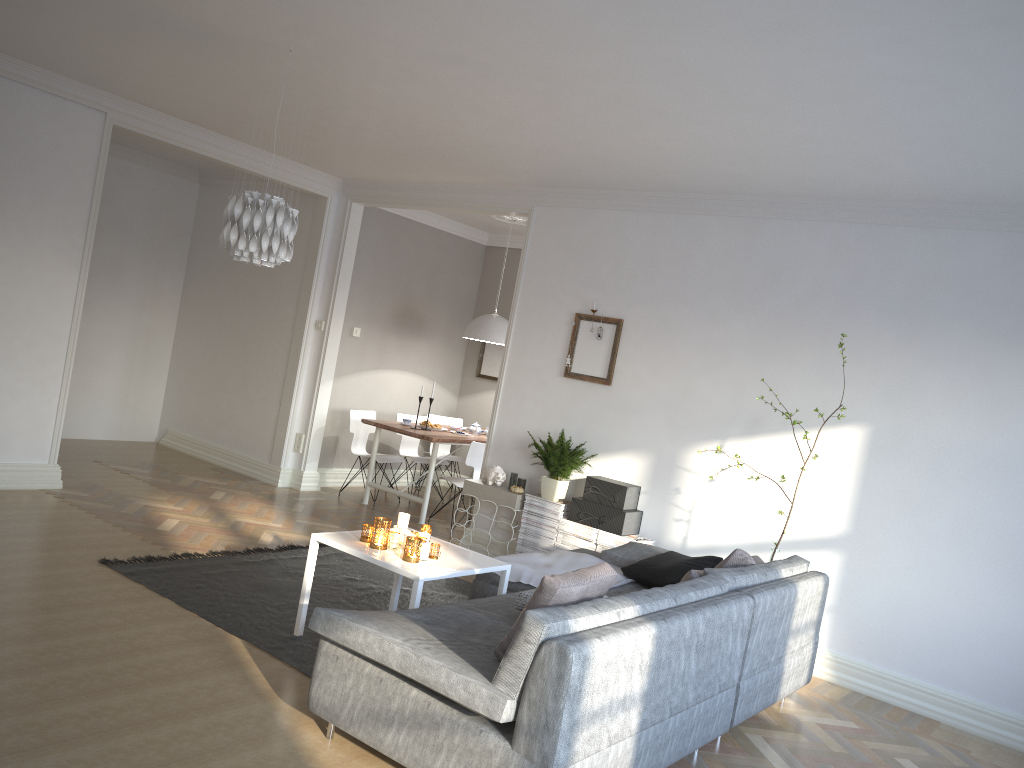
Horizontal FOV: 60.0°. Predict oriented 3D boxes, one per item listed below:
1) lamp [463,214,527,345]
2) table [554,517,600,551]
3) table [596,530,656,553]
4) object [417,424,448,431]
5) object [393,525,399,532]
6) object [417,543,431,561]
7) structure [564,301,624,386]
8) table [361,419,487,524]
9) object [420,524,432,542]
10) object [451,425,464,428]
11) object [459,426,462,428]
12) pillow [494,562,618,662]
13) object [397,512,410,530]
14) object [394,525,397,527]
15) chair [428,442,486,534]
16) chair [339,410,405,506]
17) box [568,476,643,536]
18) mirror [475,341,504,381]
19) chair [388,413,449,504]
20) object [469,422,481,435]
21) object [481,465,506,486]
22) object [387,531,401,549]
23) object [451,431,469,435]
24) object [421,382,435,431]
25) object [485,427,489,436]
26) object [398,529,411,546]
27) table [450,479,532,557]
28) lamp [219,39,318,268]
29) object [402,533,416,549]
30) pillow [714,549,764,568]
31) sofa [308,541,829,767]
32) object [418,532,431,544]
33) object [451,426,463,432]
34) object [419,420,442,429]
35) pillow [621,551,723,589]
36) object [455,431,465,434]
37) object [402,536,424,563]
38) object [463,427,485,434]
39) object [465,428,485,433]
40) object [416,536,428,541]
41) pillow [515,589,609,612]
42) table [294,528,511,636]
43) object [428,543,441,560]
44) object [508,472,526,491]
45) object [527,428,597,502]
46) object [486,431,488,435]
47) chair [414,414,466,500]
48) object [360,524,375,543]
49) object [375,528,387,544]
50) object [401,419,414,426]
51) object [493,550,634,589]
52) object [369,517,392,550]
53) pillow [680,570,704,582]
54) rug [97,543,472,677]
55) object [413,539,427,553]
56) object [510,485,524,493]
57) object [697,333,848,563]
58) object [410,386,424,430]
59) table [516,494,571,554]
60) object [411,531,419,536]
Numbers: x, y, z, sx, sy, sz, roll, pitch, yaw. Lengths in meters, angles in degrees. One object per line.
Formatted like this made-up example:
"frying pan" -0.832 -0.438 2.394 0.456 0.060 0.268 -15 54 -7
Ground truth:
"lamp" -0.095 -0.970 8.280 0.529 1.183 0.530 13 3 44
"table" 0.465 1.190 6.041 0.327 0.499 0.247 12 3 36
"table" 0.713 1.241 5.855 0.327 0.499 0.247 12 3 36
"object" -0.725 0.398 8.071 0.286 0.020 0.287 11 2 24
"object" -0.567 0.748 4.422 0.060 0.073 0.060 11 2 16
"object" -0.415 0.783 4.139 0.060 0.073 0.060 10 2 -2
"structure" 0.577 -0.303 6.263 0.398 0.575 0.053 12 3 34
"table" -0.472 0.829 8.354 0.851 0.750 1.988 12 2 36
"object" -0.442 0.765 4.541 0.060 0.079 0.060 12 2 30
"object" -0.520 0.418 8.394 0.129 0.038 0.129 12 2 41
"object" -0.488 0.404 8.393 0.020 0.003 0.194 11 2 4
"pillow" 0.160 0.828 3.198 0.241 0.390 0.427 12 2 37
"object" -0.539 0.679 4.391 0.060 0.073 0.060 9 3 -38
"object" -0.567 0.745 4.422 0.056 0.067 0.056 10 2 -2
"chair" -0.354 0.854 7.527 0.432 0.786 0.478 9 3 -34
"chair" -1.266 0.667 8.149 0.478 0.786 0.432 12 2 26
"box" 0.629 0.808 5.954 0.419 0.316 0.298 12 2 36
"mirror" -0.143 -0.314 9.434 0.473 0.558 0.052 12 3 36
"chair" -0.900 0.723 8.625 0.432 0.786 0.478 8 3 -44
"object" -0.340 0.413 8.302 0.143 0.119 0.124 12 3 41
"object" -0.126 0.663 6.459 0.137 0.150 0.310 10 2 -24
"object" -0.570 0.751 4.267 0.060 0.073 0.060 12 2 25
"object" -0.476 0.448 8.049 0.180 0.014 0.180 11 2 1
"object" -0.720 0.188 7.820 0.095 0.449 0.095 12 3 32
"object" -0.220 0.450 8.378 0.072 0.086 0.086 11 2 2
"object" -0.532 0.755 4.366 0.060 0.073 0.060 11 2 16
"table" -0.134 1.030 6.446 0.552 0.576 0.299 12 3 37
"lamp" -1.176 -1.114 4.351 0.355 1.066 0.354 10 2 -11
"object" -0.500 0.763 4.295 0.060 0.073 0.060 10 2 -8
"pillow" 1.094 1.002 4.492 0.324 0.403 0.430 11 2 24
"sofa" 0.260 1.096 4.098 1.552 0.773 2.634 12 2 36
"object" -0.436 0.773 4.369 0.060 0.073 0.060 9 2 -29
"object" -0.512 0.424 8.225 0.129 0.038 0.129 12 2 36
"object" -0.743 0.369 8.074 0.197 0.063 0.188 11 2 6
"pillow" 0.860 0.999 4.773 0.402 0.248 0.420 9 2 -33
"object" -0.477 0.444 8.038 0.100 0.025 0.066 11 2 13
"object" -0.457 0.761 4.080 0.080 0.104 0.080 12 2 26
"object" -0.355 0.455 8.549 0.287 0.020 0.287 11 2 9
"object" -0.354 0.450 8.554 0.202 0.022 0.193 10 2 -34
"object" -0.441 0.775 4.267 0.060 0.073 0.060 9 2 -29
"pillow" 0.252 0.941 3.700 0.405 0.194 0.405 11 2 23
"table" -0.528 1.051 4.323 0.714 0.505 0.675 12 2 36
"object" -0.364 0.794 4.207 0.054 0.068 0.047 10 2 -4
"object" 0.042 0.703 6.408 0.123 0.134 0.062 10 2 -13
"object" 0.306 0.565 6.172 0.437 0.527 0.369 12 3 36
"object" -0.195 0.458 8.282 0.090 0.086 0.090 10 2 -9
"chair" -0.694 0.747 9.177 0.432 0.786 0.478 10 2 -23
"object" -0.700 0.723 4.294 0.060 0.079 0.060 12 2 26
"object" -0.632 0.739 4.283 0.060 0.073 0.060 12 2 25
"object" -0.939 0.343 7.945 0.116 0.056 0.137 10 2 -23
"object" 0.249 1.182 4.849 0.724 0.437 0.812 12 2 35
"object" -0.625 0.709 4.208 0.090 0.140 0.087 11 2 7
"pillow" 0.812 0.987 4.206 0.336 0.311 0.415 12 2 41
"rug" -0.861 1.216 5.037 2.108 0.055 2.017 12 2 36
"object" -0.440 0.777 4.201 0.060 0.073 0.060 9 2 -29
"object" 0.037 0.750 6.307 0.099 0.046 0.104 10 2 -8
"object" 1.439 0.479 5.063 0.776 1.675 0.339 10 2 -4
"object" -0.811 0.199 7.755 0.095 0.397 0.095 12 3 32
"table" 0.230 1.092 6.221 0.321 0.597 0.247 12 3 36
"object" -0.486 0.770 4.429 0.052 0.058 0.050 11 2 6
